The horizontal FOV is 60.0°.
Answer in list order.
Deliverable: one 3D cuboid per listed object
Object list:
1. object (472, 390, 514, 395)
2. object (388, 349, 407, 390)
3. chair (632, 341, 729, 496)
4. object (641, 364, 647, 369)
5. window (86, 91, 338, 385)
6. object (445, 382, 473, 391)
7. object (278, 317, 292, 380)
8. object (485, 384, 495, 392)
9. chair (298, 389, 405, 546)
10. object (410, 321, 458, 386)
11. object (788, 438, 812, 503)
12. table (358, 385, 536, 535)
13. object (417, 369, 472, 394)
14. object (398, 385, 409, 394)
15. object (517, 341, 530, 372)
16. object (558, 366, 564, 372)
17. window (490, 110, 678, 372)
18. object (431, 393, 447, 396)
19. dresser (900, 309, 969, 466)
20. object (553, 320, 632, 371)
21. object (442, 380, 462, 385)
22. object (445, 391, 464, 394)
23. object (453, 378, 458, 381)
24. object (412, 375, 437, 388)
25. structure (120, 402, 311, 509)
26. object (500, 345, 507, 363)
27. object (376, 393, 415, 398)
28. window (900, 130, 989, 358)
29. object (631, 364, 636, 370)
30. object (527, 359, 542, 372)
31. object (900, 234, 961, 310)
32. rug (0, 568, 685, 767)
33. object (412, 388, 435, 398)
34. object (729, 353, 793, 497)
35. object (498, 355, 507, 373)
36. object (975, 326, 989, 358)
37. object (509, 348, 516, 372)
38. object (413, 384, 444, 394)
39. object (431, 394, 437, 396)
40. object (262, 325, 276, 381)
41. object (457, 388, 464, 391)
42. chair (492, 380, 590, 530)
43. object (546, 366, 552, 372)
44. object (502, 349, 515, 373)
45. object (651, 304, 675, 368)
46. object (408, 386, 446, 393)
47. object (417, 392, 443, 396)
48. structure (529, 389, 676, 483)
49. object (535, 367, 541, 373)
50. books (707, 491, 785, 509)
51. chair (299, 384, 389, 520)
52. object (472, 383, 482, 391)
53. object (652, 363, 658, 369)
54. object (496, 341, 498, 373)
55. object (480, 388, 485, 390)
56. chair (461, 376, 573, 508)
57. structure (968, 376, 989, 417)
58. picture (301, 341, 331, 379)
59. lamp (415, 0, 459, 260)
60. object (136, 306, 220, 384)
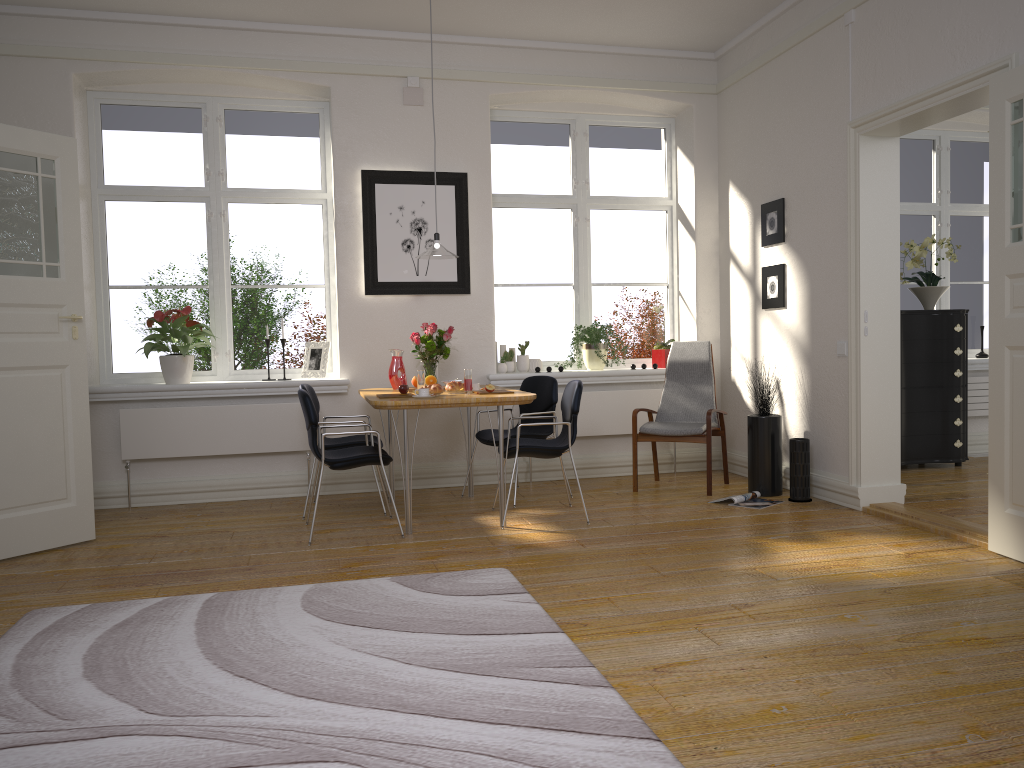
[{"bbox_3d":[-0.113,0.047,5.131,0.202,0.010,0.258,-2,3,-13],"label":"object"},{"bbox_3d":[-0.747,-0.096,5.767,0.092,0.267,0.118,0,3,24],"label":"object"},{"bbox_3d":[1.182,0.218,6.153,0.536,1.027,0.593,0,3,26],"label":"chair"},{"bbox_3d":[1.009,-0.136,6.771,0.042,0.048,0.042,-2,3,-7],"label":"object"},{"bbox_3d":[-2.926,-0.884,8.772,2.030,2.474,5.287,-2,3,-15],"label":"window"},{"bbox_3d":[-0.323,0.017,5.198,0.123,0.059,0.165,1,4,44],"label":"object"},{"bbox_3d":[-1.595,-0.251,6.183,0.094,0.448,0.095,-1,3,9],"label":"object"},{"bbox_3d":[-0.126,0.023,5.030,0.053,0.048,0.062,1,4,40],"label":"object"},{"bbox_3d":[-0.906,0.421,4.922,0.529,0.803,0.573,-2,3,-15],"label":"chair"},{"bbox_3d":[-0.502,-0.195,5.838,0.332,0.447,0.271,-2,3,-22],"label":"object"},{"bbox_3d":[1.807,0.539,5.561,0.147,0.390,0.142,-4,4,-39],"label":"object"},{"bbox_3d":[-0.430,0.419,5.404,0.921,0.745,1.485,-2,3,-13],"label":"table"},{"bbox_3d":[-0.388,-0.011,5.093,0.329,0.141,0.048,-1,3,13],"label":"object"},{"bbox_3d":[-0.621,0.026,5.079,0.061,0.062,0.059,-2,3,-11],"label":"object"},{"bbox_3d":[0.084,-0.210,6.715,0.104,0.244,0.096,-3,3,-36],"label":"object"},{"bbox_3d":[0.365,-0.114,6.606,0.042,0.048,0.042,-2,3,-7],"label":"object"},{"bbox_3d":[120.998,-28.132,189.937,501.377,104.426,294.329,-2,3,-14],"label":"window"},{"bbox_3d":[-0.407,0.060,4.919,0.030,0.020,0.140,1,3,34],"label":"object"},{"bbox_3d":[3.019,0.050,6.912,0.932,1.232,0.616,-2,3,-14],"label":"dresser"},{"bbox_3d":[0.608,-0.295,6.750,0.484,0.385,0.552,1,3,37],"label":"object"},{"bbox_3d":[-0.373,-0.001,5.504,0.127,0.038,0.129,-1,3,11],"label":"object"},{"bbox_3d":[-0.317,0.046,5.182,0.161,0.016,0.158,-2,3,-10],"label":"object"},{"bbox_3d":[-0.376,-0.019,5.552,0.028,0.027,0.132,0,3,25],"label":"object"},{"bbox_3d":[-0.548,-0.016,5.513,0.070,0.074,0.197,1,3,36],"label":"object"},{"bbox_3d":[-1.959,0.561,5.957,1.212,0.845,0.094,-2,3,-15],"label":"structure"},{"bbox_3d":[-0.066,-0.196,6.805,0.050,0.213,0.052,1,3,36],"label":"object"},{"bbox_3d":[-0.654,0.066,4.989,0.202,0.010,0.258,-2,3,-13],"label":"object"},{"bbox_3d":[3.820,-1.228,7.863,1.622,2.005,0.076,-2,3,-15],"label":"window"},{"bbox_3d":[0.924,-0.133,6.749,0.042,0.048,0.042,-2,3,-7],"label":"object"},{"bbox_3d":[0.167,-0.143,6.789,0.130,0.097,0.136,0,3,26],"label":"object"},{"bbox_3d":[3.242,-0.881,6.942,0.803,0.616,0.409,-3,3,-37],"label":"object"},{"bbox_3d":[-0.572,0.944,2.019,1.970,0.008,3.671,-2,3,-13],"label":"rug"},{"bbox_3d":[-0.479,0.050,4.820,0.128,0.049,0.132,0,3,34],"label":"object"},{"bbox_3d":[1.652,0.262,5.834,0.418,0.924,0.362,1,3,35],"label":"object"},{"bbox_3d":[-0.071,-0.148,6.571,0.072,0.137,0.072,-1,3,6],"label":"object"},{"bbox_3d":[4.074,-0.363,7.678,0.108,0.280,0.105,-3,3,-28],"label":"object"},{"bbox_3d":[0.004,-0.186,6.809,0.050,0.188,0.052,1,3,36],"label":"object"},{"bbox_3d":[-0.461,0.034,4.987,0.162,0.068,0.151,0,3,24],"label":"object"},{"bbox_3d":[-0.430,0.063,4.828,0.039,0.020,0.058,-2,3,-16],"label":"object"},{"bbox_3d":[-1.703,-0.223,6.188,0.094,0.396,0.095,-1,3,9],"label":"object"},{"bbox_3d":[-0.298,0.038,5.154,0.107,0.036,0.072,1,3,38],"label":"object"},{"bbox_3d":[0.158,0.384,5.201,0.526,0.803,0.575,-2,3,-8],"label":"chair"},{"bbox_3d":[0.276,-0.111,6.582,0.042,0.048,0.042,-2,3,-7],"label":"object"},{"bbox_3d":[-0.028,-0.176,6.651,0.111,0.185,0.099,-1,3,9],"label":"object"},{"bbox_3d":[1.190,-0.375,6.960,0.271,0.501,0.155,-3,3,-33],"label":"object"},{"bbox_3d":[-0.481,0.031,5.517,0.352,0.023,0.223,-2,3,-14],"label":"object"},{"bbox_3d":[-0.466,0.059,4.988,0.160,0.016,0.159,-2,3,-6],"label":"object"},{"bbox_3d":[0.691,0.470,6.653,1.212,0.845,0.094,-2,3,-15],"label":"structure"},{"bbox_3d":[0.191,-0.108,6.560,0.042,0.048,0.042,-2,3,-7],"label":"object"},{"bbox_3d":[1.466,0.718,5.557,0.365,0.048,0.311,1,4,44],"label":"books"},{"bbox_3d":[-1.056,0.393,5.597,0.526,0.803,0.576,-2,3,-7],"label":"chair"},{"bbox_3d":[-0.223,0.021,5.319,0.128,0.049,0.132,1,3,35],"label":"object"},{"bbox_3d":[1.098,-0.139,6.794,0.042,0.048,0.042,-2,3,-7],"label":"object"},{"bbox_3d":[-0.135,-0.207,6.797,0.050,0.238,0.052,1,3,36],"label":"object"},{"bbox_3d":[-0.178,0.033,5.339,0.039,0.020,0.058,-3,3,-32],"label":"object"},{"bbox_3d":[0.028,0.355,5.890,0.534,0.803,0.567,-4,4,-40],"label":"chair"},{"bbox_3d":[3.963,0.356,7.513,1.212,0.845,0.094,-2,3,-15],"label":"structure"},{"bbox_3d":[-1.397,-0.174,6.359,0.213,0.270,0.116,0,3,23],"label":"picture"},{"bbox_3d":[-0.475,-1.669,5.326,0.268,1.808,0.259,-3,3,-31],"label":"lamp"},{"bbox_3d":[-2.243,-0.261,5.946,0.545,0.520,0.524,-2,3,-10],"label":"object"}]
